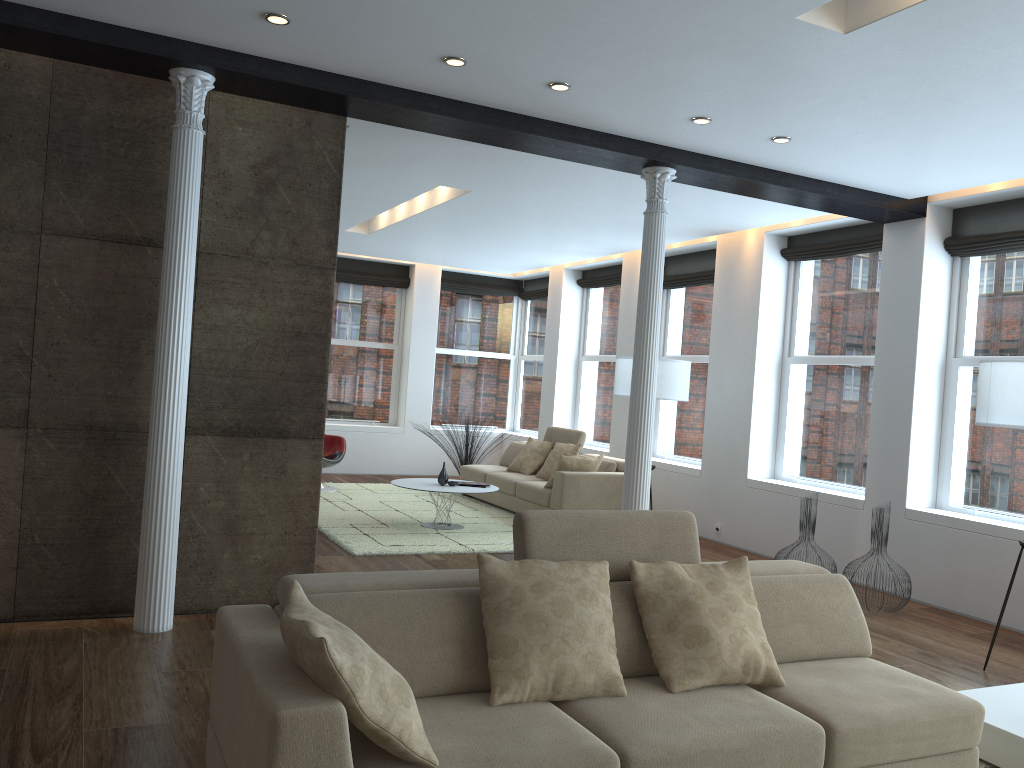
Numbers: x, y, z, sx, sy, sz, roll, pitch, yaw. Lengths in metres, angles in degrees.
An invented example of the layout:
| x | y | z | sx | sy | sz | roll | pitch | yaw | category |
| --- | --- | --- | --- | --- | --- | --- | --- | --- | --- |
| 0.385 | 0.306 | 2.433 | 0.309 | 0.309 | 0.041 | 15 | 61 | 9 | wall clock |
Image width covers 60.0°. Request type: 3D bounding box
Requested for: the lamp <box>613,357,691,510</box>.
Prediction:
| x | y | z | sx | sy | sz | roll | pitch | yaw | category |
| --- | --- | --- | --- | --- | --- | --- | --- | --- | --- |
| 1.263 | 0.632 | 8.298 | 0.698 | 1.728 | 0.698 | 4 | 0 | -2 | lamp |

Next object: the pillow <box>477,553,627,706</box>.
| x | y | z | sx | sy | sz | roll | pitch | yaw | category |
| --- | --- | --- | --- | --- | --- | --- | --- | --- | --- |
| 0.139 | 0.814 | 3.002 | 0.534 | 0.439 | 0.301 | 4 | 0 | -22 | pillow |

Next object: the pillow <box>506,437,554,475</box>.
| x | y | z | sx | sy | sz | roll | pitch | yaw | category |
| --- | --- | --- | --- | --- | --- | --- | --- | --- | --- |
| 0.224 | 0.833 | 10.237 | 0.368 | 0.416 | 0.519 | 4 | 0 | -30 | pillow |

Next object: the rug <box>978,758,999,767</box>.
| x | y | z | sx | sy | sz | roll | pitch | yaw | category |
| --- | --- | --- | --- | --- | --- | --- | --- | --- | --- |
| 1.288 | 1.492 | 2.104 | 4.231 | 0.020 | 2.972 | 4 | 0 | -26 | rug |

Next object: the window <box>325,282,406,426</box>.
| x | y | z | sx | sy | sz | roll | pitch | yaw | category |
| --- | --- | --- | --- | --- | --- | --- | --- | --- | --- |
| -2.237 | -0.551 | 12.559 | 1.420 | 2.400 | 0.123 | 4 | 0 | -26 | window |

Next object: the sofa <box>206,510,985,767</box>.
| x | y | z | sx | sy | sz | roll | pitch | yaw | category |
| --- | --- | --- | --- | --- | --- | --- | --- | --- | --- |
| 0.364 | 0.960 | 3.100 | 2.581 | 0.950 | 1.021 | 4 | 0 | -26 | sofa |

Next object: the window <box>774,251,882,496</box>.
| x | y | z | sx | sy | sz | roll | pitch | yaw | category |
| --- | --- | --- | --- | --- | --- | --- | --- | --- | --- |
| 2.905 | -0.187 | 7.876 | 0.123 | 2.400 | 1.391 | 4 | 0 | -26 | window |

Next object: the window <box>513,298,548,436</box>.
| x | y | z | sx | sy | sz | roll | pitch | yaw | category |
| --- | --- | --- | --- | --- | --- | --- | --- | --- | --- |
| 3.261 | 0.451 | 21.212 | 34.761 | 17.917 | 13.698 | 4 | 0 | -26 | window |

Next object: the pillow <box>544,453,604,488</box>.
| x | y | z | sx | sy | sz | roll | pitch | yaw | category |
| --- | --- | --- | --- | --- | --- | --- | --- | --- | --- |
| 0.622 | 0.872 | 8.892 | 0.518 | 0.393 | 0.395 | 4 | 0 | -29 | pillow |

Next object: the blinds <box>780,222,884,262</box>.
| x | y | z | sx | sy | sz | roll | pitch | yaw | category |
| --- | --- | --- | --- | --- | --- | --- | --- | --- | --- |
| 2.925 | -1.262 | 7.850 | 0.156 | 0.275 | 1.396 | 4 | 0 | -26 | blinds |

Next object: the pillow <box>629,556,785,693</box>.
| x | y | z | sx | sy | sz | roll | pitch | yaw | category |
| --- | --- | --- | --- | --- | --- | --- | --- | --- | --- |
| 0.705 | 0.865 | 3.262 | 0.519 | 0.416 | 0.368 | 4 | 0 | -21 | pillow |

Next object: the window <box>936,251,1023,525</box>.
| x | y | z | sx | sy | sz | roll | pitch | yaw | category |
| --- | --- | --- | --- | --- | --- | --- | --- | --- | --- |
| 3.692 | -0.131 | 6.245 | 0.123 | 2.400 | 1.432 | 4 | 0 | -26 | window |

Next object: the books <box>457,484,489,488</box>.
| x | y | z | sx | sy | sz | roll | pitch | yaw | category |
| --- | --- | --- | --- | --- | --- | --- | --- | --- | --- |
| -0.377 | 0.967 | 8.485 | 0.300 | 0.010 | 0.220 | 4 | 0 | 9 | books |

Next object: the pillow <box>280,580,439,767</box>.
| x | y | z | sx | sy | sz | roll | pitch | yaw | category |
| --- | --- | --- | --- | --- | --- | --- | --- | --- | --- |
| -0.442 | 0.795 | 2.457 | 0.395 | 0.393 | 0.518 | 4 | 0 | -22 | pillow |

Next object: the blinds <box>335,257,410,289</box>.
| x | y | z | sx | sy | sz | roll | pitch | yaw | category |
| --- | --- | --- | --- | --- | --- | --- | --- | --- | --- |
| -2.123 | -1.575 | 12.474 | 1.422 | 0.363 | 0.156 | 4 | 0 | -26 | blinds |

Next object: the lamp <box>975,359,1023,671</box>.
| x | y | z | sx | sy | sz | roll | pitch | yaw | category |
| --- | --- | --- | --- | --- | --- | --- | --- | --- | --- |
| 2.907 | 0.749 | 4.887 | 0.698 | 1.728 | 0.698 | 4 | 0 | -2 | lamp |

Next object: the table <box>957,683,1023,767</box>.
| x | y | z | sx | sy | sz | roll | pitch | yaw | category |
| --- | --- | --- | --- | --- | --- | --- | --- | --- | --- |
| 2.355 | 1.473 | 3.620 | 0.900 | 0.170 | 0.900 | 4 | 0 | -26 | table |

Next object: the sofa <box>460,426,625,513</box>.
| x | y | z | sx | sy | sz | roll | pitch | yaw | category |
| --- | --- | --- | --- | --- | --- | --- | --- | --- | --- |
| 0.377 | 0.963 | 9.904 | 1.018 | 0.950 | 2.581 | 4 | 0 | -26 | sofa |

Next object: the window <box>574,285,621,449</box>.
| x | y | z | sx | sy | sz | roll | pitch | yaw | category |
| --- | --- | --- | --- | --- | --- | --- | --- | --- | --- |
| 1.229 | -0.305 | 11.354 | 0.123 | 2.400 | 1.444 | 4 | 0 | -26 | window |

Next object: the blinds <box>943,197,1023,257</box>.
| x | y | z | sx | sy | sz | roll | pitch | yaw | category |
| --- | --- | --- | --- | --- | --- | --- | --- | --- | --- |
| 3.693 | -1.148 | 6.211 | 0.183 | 0.395 | 1.431 | 4 | 0 | -26 | blinds |

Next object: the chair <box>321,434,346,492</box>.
| x | y | z | sx | sy | sz | roll | pitch | yaw | category |
| --- | --- | --- | --- | --- | --- | --- | --- | --- | --- |
| -2.320 | 0.821 | 10.443 | 0.669 | 0.818 | 0.810 | 4 | 0 | 44 | chair |

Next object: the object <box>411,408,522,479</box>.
| x | y | z | sx | sy | sz | roll | pitch | yaw | category |
| --- | --- | --- | --- | --- | --- | --- | --- | --- | --- |
| -0.596 | 0.844 | 11.443 | 1.119 | 1.014 | 1.125 | 4 | 0 | -39 | object |

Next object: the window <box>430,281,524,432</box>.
| x | y | z | sx | sy | sz | roll | pitch | yaw | category |
| --- | --- | --- | --- | --- | --- | --- | --- | --- | --- |
| -0.575 | -0.432 | 13.356 | 1.474 | 2.400 | 0.123 | 4 | 0 | -26 | window |

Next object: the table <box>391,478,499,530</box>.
| x | y | z | sx | sy | sz | roll | pitch | yaw | category |
| --- | --- | --- | --- | --- | --- | --- | --- | --- | --- |
| -0.645 | 1.150 | 8.378 | 1.022 | 0.393 | 1.022 | 4 | 0 | 19 | table |

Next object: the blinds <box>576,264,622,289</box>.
| x | y | z | sx | sy | sz | roll | pitch | yaw | category |
| --- | --- | --- | --- | --- | --- | --- | --- | --- | --- |
| 1.250 | -1.380 | 11.325 | 0.156 | 0.275 | 1.442 | 4 | 0 | -26 | blinds |

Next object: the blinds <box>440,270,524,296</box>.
| x | y | z | sx | sy | sz | roll | pitch | yaw | category |
| --- | --- | --- | --- | --- | --- | --- | --- | --- | --- |
| -0.476 | -1.483 | 13.272 | 1.442 | 0.312 | 0.155 | 4 | 0 | -26 | blinds |

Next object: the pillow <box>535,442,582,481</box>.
| x | y | z | sx | sy | sz | roll | pitch | yaw | category |
| --- | --- | --- | --- | --- | --- | --- | --- | --- | --- |
| 0.508 | 0.842 | 9.680 | 0.301 | 0.439 | 0.534 | 4 | 0 | -29 | pillow |

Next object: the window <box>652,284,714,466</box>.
| x | y | z | sx | sy | sz | roll | pitch | yaw | category |
| --- | --- | --- | --- | --- | --- | --- | --- | --- | --- |
| 2.008 | -0.250 | 9.738 | 0.123 | 2.400 | 1.345 | 4 | 0 | -26 | window |

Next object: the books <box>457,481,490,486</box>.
| x | y | z | sx | sy | sz | roll | pitch | yaw | category |
| --- | --- | --- | --- | --- | --- | --- | --- | --- | --- |
| -0.372 | 0.958 | 8.510 | 0.300 | 0.010 | 0.220 | 4 | 0 | -11 | books |

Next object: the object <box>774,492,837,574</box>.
| x | y | z | sx | sy | sz | roll | pitch | yaw | category |
| --- | --- | --- | --- | --- | --- | --- | --- | --- | --- |
| 2.179 | 1.175 | 6.565 | 0.458 | 0.781 | 0.458 | 4 | 0 | -27 | object |

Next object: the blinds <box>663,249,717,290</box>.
| x | y | z | sx | sy | sz | roll | pitch | yaw | category |
| --- | --- | --- | --- | --- | --- | --- | --- | --- | --- |
| 2.023 | -1.266 | 9.712 | 0.156 | 0.393 | 1.342 | 4 | 0 | -26 | blinds |

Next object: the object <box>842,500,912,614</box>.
| x | y | z | sx | sy | sz | roll | pitch | yaw | category |
| --- | --- | --- | --- | --- | --- | --- | --- | --- | --- |
| 2.577 | 1.203 | 6.240 | 0.458 | 0.781 | 0.458 | 4 | 0 | -27 | object |

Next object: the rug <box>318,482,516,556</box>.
| x | y | z | sx | sy | sz | roll | pitch | yaw | category |
| --- | --- | --- | --- | --- | --- | --- | --- | --- | --- |
| -0.801 | 1.345 | 9.370 | 2.972 | 0.020 | 4.231 | 4 | 0 | -26 | rug |

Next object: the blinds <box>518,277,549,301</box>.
| x | y | z | sx | sy | sz | roll | pitch | yaw | category |
| --- | --- | --- | --- | --- | --- | --- | --- | --- | --- |
| 0.460 | -1.409 | 12.960 | 0.156 | 0.327 | 1.377 | 4 | 0 | -26 | blinds |
